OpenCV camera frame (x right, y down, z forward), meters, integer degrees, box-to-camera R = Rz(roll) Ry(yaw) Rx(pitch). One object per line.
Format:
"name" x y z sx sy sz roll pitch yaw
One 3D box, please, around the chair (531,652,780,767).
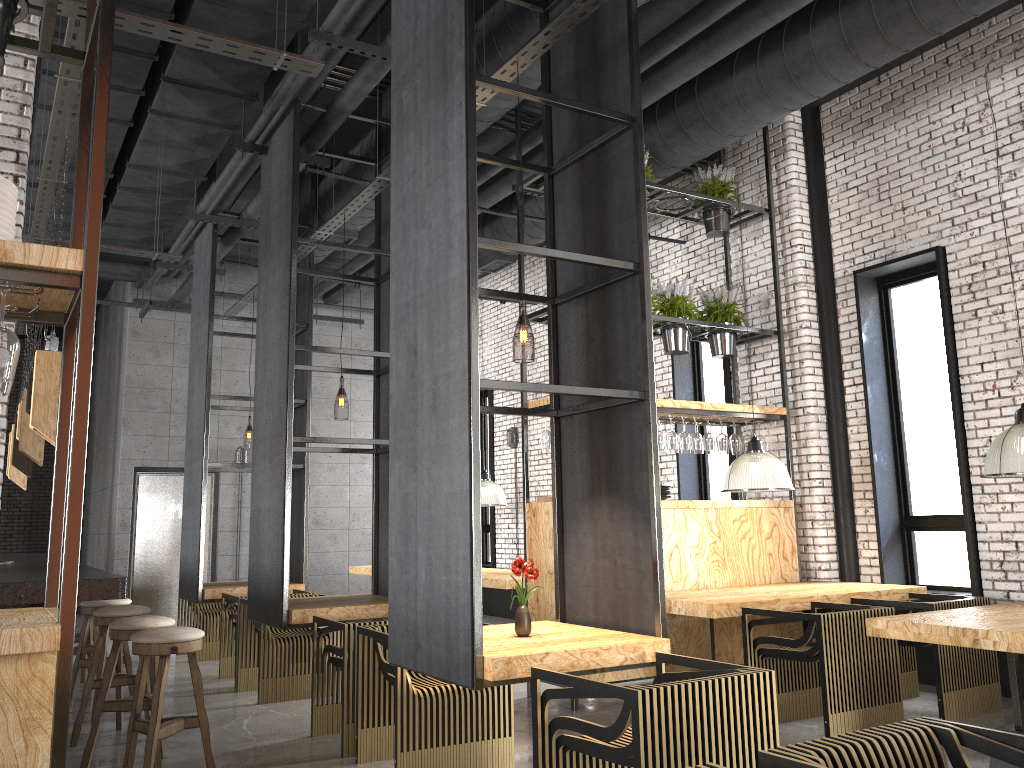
"chair" 0.522 1.431 3.271 0.656 0.733 0.637 5 -11 -32

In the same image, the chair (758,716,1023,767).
"chair" 1.038 1.213 1.955 0.656 0.733 0.637 5 -11 -31

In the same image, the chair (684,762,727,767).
"chair" 0.345 1.159 1.532 0.656 0.733 0.637 5 -11 -30

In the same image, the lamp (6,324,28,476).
"lamp" -4.180 0.093 7.555 0.127 1.552 0.127 5 -12 -30

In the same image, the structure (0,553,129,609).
"structure" -4.919 1.428 5.001 4.307 1.539 5.860 4 -11 -30

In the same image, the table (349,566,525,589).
"table" -0.677 2.542 10.245 0.999 0.766 4.124 4 -11 -30

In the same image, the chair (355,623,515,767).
"chair" -0.426 1.689 4.784 0.656 0.733 0.636 4 -11 -28

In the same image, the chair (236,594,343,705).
"chair" -1.751 2.066 7.000 0.656 0.733 0.637 5 -11 -31

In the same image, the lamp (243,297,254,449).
"lamp" -2.599 -0.154 8.841 0.108 1.604 0.108 -1 -10 1

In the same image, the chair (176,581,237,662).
"chair" -3.045 2.431 9.146 0.656 0.733 0.637 5 -11 -31

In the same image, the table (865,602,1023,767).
"table" 2.987 1.577 4.602 2.114 0.766 0.997 4 -11 -30

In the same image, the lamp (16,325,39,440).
"lamp" -3.186 -0.250 5.917 0.127 1.425 0.127 5 -12 -30

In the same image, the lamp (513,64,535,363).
"lamp" 0.043 -0.899 4.462 0.108 1.604 0.108 -7 -12 31

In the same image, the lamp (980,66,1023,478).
"lamp" 2.822 -0.690 5.030 0.536 2.414 0.535 -2 -10 5

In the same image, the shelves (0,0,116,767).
"shelves" -2.866 -0.908 1.849 3.656 5.036 0.688 5 -12 -30

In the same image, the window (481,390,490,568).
"window" -0.317 1.383 13.227 0.364 2.708 0.746 5 -12 -30

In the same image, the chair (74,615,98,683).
"chair" -3.809 2.204 7.908 0.480 0.808 0.438 -6 -11 28

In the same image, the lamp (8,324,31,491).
"lamp" -3.847 0.029 7.000 0.127 1.612 0.127 5 -12 -30

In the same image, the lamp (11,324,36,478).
"lamp" -3.516 -0.094 6.455 0.127 1.552 0.127 5 -12 -30

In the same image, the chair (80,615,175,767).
"chair" -2.019 1.678 4.807 0.480 0.808 0.438 8 -13 -41

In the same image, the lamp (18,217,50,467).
"lamp" -2.853 -0.281 5.356 0.127 1.552 0.127 5 -12 -30

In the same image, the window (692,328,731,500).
"window" 2.138 0.690 9.156 0.364 2.708 0.746 5 -12 -30

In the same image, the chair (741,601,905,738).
"chair" 1.894 1.749 5.447 0.656 0.733 0.637 5 -11 -30

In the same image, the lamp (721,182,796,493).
"lamp" 1.789 -0.399 6.742 0.536 2.414 0.535 -2 -10 5

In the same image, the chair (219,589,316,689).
"chair" -2.113 2.174 7.639 0.656 0.733 0.637 4 -11 -30

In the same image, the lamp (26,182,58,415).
"lamp" -2.523 -0.450 4.819 0.127 1.400 0.127 5 -12 -30

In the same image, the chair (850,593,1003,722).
"chair" 2.780 1.818 5.990 0.656 0.733 0.637 5 -11 -32

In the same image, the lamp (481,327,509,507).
"lamp" -0.328 0.165 10.039 0.536 2.414 0.535 -2 -10 5

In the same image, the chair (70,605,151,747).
"chair" -2.443 1.809 5.579 0.438 0.808 0.479 -4 -10 18

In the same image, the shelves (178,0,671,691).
"shelves" -1.297 -0.495 6.637 1.002 4.382 6.131 5 -11 -30

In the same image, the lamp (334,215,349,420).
"lamp" -1.265 -0.530 6.631 0.108 1.604 0.108 -4 -10 16

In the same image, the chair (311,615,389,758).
"chair" -0.820 1.800 5.437 0.656 0.733 0.637 4 -11 -28

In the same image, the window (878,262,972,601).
"window" 3.352 0.348 7.145 0.364 2.708 0.746 5 -12 -30

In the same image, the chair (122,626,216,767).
"chair" -1.704 1.591 4.295 0.438 0.808 0.479 -7 -12 32

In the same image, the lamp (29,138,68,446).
"lamp" -2.190 -0.468 4.256 0.127 1.552 0.127 5 -12 -30

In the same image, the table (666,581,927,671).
"table" 1.910 1.880 6.387 2.114 0.766 0.997 4 -11 -30

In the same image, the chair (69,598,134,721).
"chair" -2.893 1.947 6.395 0.438 0.808 0.479 8 -13 -41

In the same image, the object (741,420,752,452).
"object" 2.007 0.445 7.562 0.101 0.268 0.100 -1 -10 0

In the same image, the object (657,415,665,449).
"object" 1.164 0.383 7.068 0.101 0.268 0.100 -2 -10 6

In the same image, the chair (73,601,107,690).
"chair" -3.472 2.067 7.084 0.438 0.808 0.479 5 -12 -32

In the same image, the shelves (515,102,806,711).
"shelves" 1.208 -0.109 7.391 2.331 5.036 0.688 5 -12 -30

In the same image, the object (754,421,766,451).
"object" 2.134 0.455 7.636 0.101 0.268 0.100 -1 -10 0
